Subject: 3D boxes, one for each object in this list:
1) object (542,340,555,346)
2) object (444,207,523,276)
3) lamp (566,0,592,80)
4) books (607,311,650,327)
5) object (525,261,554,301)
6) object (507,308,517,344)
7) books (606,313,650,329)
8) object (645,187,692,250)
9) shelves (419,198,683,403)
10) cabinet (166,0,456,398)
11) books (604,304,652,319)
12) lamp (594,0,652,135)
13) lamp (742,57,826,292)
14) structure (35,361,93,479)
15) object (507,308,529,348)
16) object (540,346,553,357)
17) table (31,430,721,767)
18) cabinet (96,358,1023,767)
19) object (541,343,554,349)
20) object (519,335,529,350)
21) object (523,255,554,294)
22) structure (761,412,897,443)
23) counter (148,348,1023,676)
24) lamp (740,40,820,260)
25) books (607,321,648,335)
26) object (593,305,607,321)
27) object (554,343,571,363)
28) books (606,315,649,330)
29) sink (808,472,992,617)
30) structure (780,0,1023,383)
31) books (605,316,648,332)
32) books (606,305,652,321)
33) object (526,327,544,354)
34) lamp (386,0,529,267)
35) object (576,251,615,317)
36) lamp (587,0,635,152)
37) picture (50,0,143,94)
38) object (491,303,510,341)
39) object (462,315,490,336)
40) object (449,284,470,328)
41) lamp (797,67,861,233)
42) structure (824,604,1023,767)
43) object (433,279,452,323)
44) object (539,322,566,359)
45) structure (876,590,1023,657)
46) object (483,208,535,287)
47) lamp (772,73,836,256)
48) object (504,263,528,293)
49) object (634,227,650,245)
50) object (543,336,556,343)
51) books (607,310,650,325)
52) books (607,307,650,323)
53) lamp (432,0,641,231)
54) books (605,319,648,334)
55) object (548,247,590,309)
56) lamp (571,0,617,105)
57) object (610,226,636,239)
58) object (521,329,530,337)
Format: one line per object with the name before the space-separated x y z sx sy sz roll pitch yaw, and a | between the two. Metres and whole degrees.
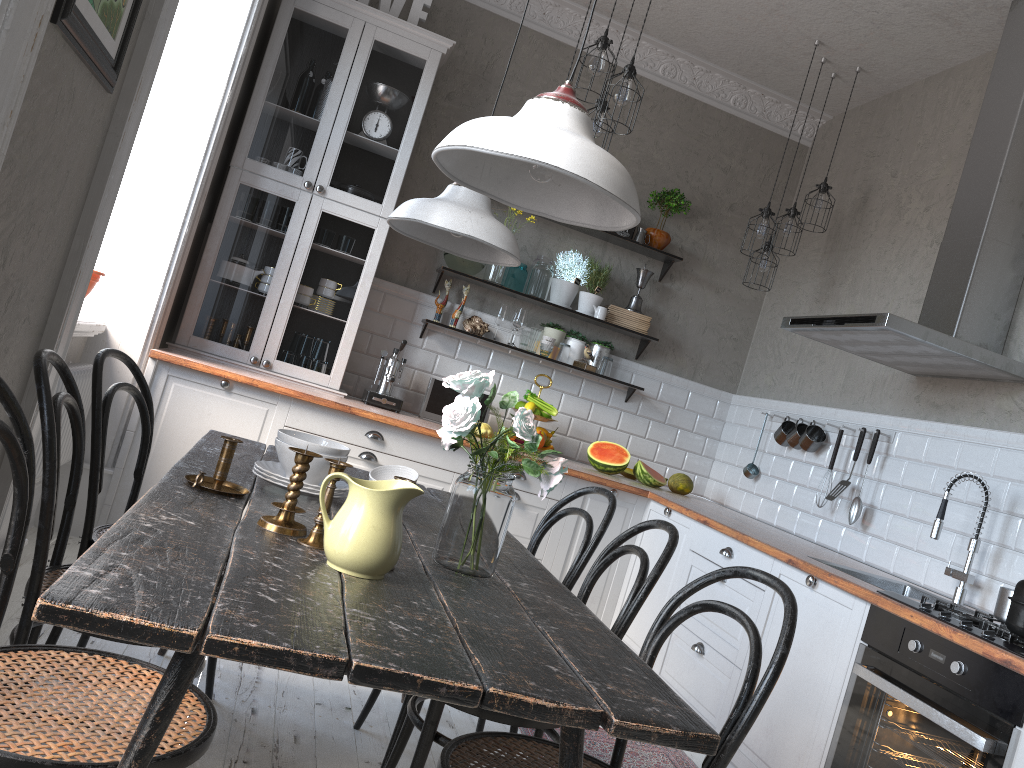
object | 0.196 -0.211 4.960 0.077 0.051 0.077 17 -1 4
object | -0.180 -0.928 4.842 0.331 0.675 0.341 15 -2 44
lamp | 0.354 -1.678 3.680 0.144 1.735 0.150 15 -2 42
books | 0.668 -0.376 5.180 0.263 0.011 0.156 17 -1 -12
object | 0.158 -0.576 4.963 0.124 0.206 0.125 17 -1 8
object | 0.010 -0.317 5.006 0.083 0.217 0.080 18 -2 -28
books | 0.664 -0.365 5.180 0.263 0.011 0.156 17 -1 -9
object | 0.894 -0.956 5.178 0.259 0.397 0.242 17 -1 10
shelves | 0.221 -0.479 5.047 1.330 0.923 0.226 17 -2 -15
cabinet | -1.015 -0.956 4.544 0.889 1.921 0.383 17 -2 -15
books | 0.680 -0.417 5.182 0.263 0.011 0.156 17 -1 -9
lamp | 0.638 -1.815 3.424 0.144 1.735 0.149 16 -2 32
lamp | 1.537 -1.339 4.687 0.150 1.735 0.143 18 -2 -43
structure | -1.691 0.148 3.128 0.150 0.428 1.209 17 -1 -15
object | 0.033 -0.311 4.921 0.083 0.217 0.080 18 -2 -28
object | 0.186 -0.178 4.959 0.078 0.051 0.076 17 -1 -22
table | -0.437 0.669 2.030 0.914 0.735 1.899 17 -1 -14
cabinet | 0.379 0.875 3.675 4.119 0.854 2.023 16 -1 31
object | 0.191 -0.195 4.959 0.078 0.051 0.076 17 -1 -22
object | 0.072 -0.228 5.047 0.077 0.083 0.078 17 -1 3
object | 0.154 -0.605 5.115 0.132 0.264 0.130 17 -1 -9
structure | 1.535 0.199 4.428 0.095 0.053 1.074 17 -1 -13
counter | 0.110 0.360 3.423 3.194 0.039 3.354 17 -1 -14
lamp | 1.483 -1.486 4.527 0.145 1.735 0.148 16 -2 17
books | 0.652 -0.324 5.179 0.263 0.011 0.156 17 -1 -12
object | 0.504 -0.402 5.040 0.105 0.071 0.063 17 -1 15
object | 0.290 -0.176 5.043 0.079 0.108 0.076 17 -1 -21
books | 0.661 -0.355 5.180 0.262 0.016 0.157 17 -1 -6
sink | 1.419 0.621 3.125 0.534 0.720 0.481 17 -1 -15
structure | 1.786 -0.879 3.554 0.720 1.596 0.704 17 -2 -14
books | 0.658 -0.345 5.179 0.261 0.016 0.157 17 -1 -3
books | 0.677 -0.407 5.181 0.262 0.016 0.157 17 -1 -6
object | 0.125 -0.242 4.983 0.080 0.139 0.077 18 -2 -42
lamp | 0.110 -1.265 2.435 0.381 1.859 0.377 17 -2 -7
object | 0.473 -0.570 5.088 0.166 0.380 0.187 16 -2 36
lamp | 0.564 -1.780 3.728 0.149 1.735 0.144 18 -2 -28
picture | -0.858 -1.011 1.983 0.020 0.620 0.515 17 -1 -13
object | -0.071 -0.342 4.987 0.083 0.217 0.080 18 -2 -28
object | -0.205 -0.326 4.910 0.180 0.111 0.094 18 -2 -37
object | -0.285 -0.429 4.908 0.052 0.264 0.062 16 -2 22
lamp | 1.828 -1.649 4.684 0.150 1.735 0.143 18 -2 -43
structure | 1.325 1.057 2.455 0.625 0.623 0.615 17 -1 -14
object | -0.387 -0.460 4.895 0.054 0.264 0.060 18 -2 -43
object | 0.216 -0.255 5.092 0.159 0.217 0.153 18 -2 -35
structure | 1.405 0.701 2.462 0.501 0.031 0.599 17 -1 -14
object | -0.027 -0.811 4.845 0.194 0.540 0.276 18 -2 -22
lamp | 1.714 -1.547 4.832 0.144 1.735 0.149 16 -2 27
object | 0.018 -0.600 5.016 0.127 0.172 0.125 17 -1 -11
object | 0.748 -0.844 5.091 0.094 0.096 0.074 17 -1 -14
object | 0.203 -0.236 4.960 0.078 0.051 0.076 17 -1 -29
books | 0.671 -0.386 5.181 0.263 0.011 0.156 17 -1 -9
books | 0.674 -0.397 5.181 0.261 0.016 0.157 17 -1 -3
lamp | 0.310 -1.219 1.574 0.374 1.859 0.385 16 -2 23
books | 0.655 -0.335 5.179 0.263 0.011 0.156 17 -1 -9
object | 0.334 -0.600 5.102 0.244 0.354 0.235 17 -1 3
lamp | 0.551 -1.976 3.555 0.149 1.735 0.144 18 -2 -28
object | 0.633 -0.918 5.157 0.143 0.174 0.140 17 -1 -14
object | 0.082 -0.260 5.048 0.077 0.083 0.078 17 -1 3
